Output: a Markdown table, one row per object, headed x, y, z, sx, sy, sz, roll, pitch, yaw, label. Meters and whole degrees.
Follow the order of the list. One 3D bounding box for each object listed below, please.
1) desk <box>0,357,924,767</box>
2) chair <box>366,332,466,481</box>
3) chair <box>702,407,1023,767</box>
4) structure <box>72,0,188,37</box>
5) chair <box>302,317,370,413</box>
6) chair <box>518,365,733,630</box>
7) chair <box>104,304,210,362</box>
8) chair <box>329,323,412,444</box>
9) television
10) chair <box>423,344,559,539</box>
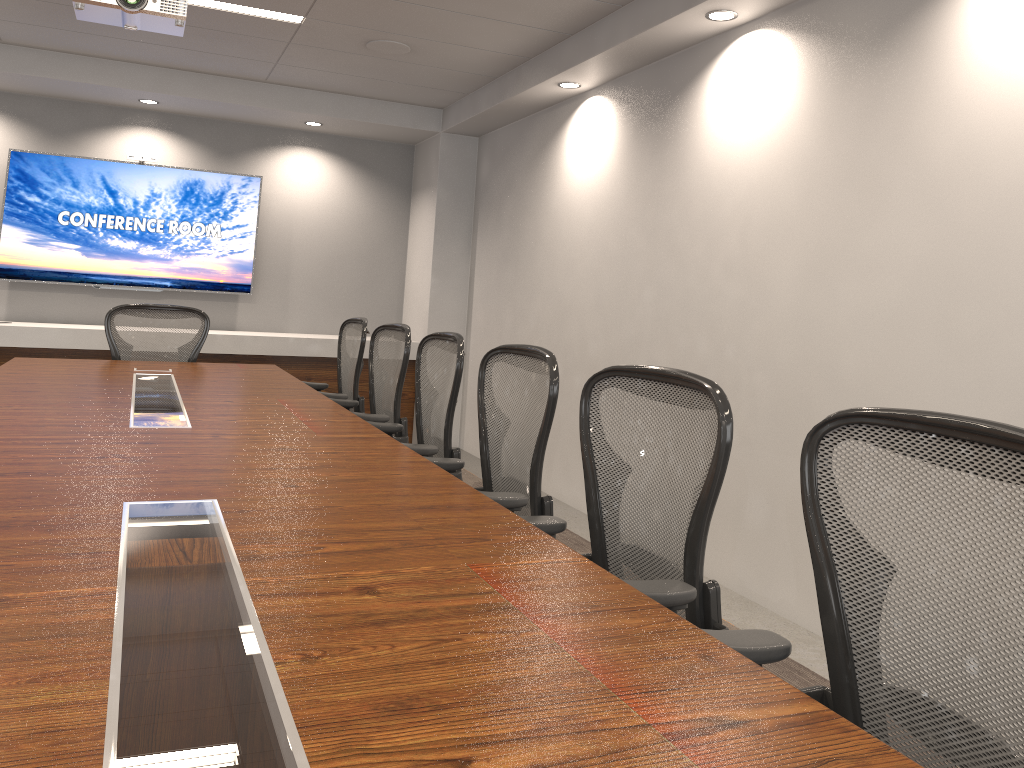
| x | y | z | sx | sy | sz | roll | pitch | yaw | label |
| --- | --- | --- | --- | --- | --- | --- | --- | --- | --- |
| -0.942 | 0.574 | 2.268 | 1.396 | 0.759 | 6.055 | 2 | 5 | -23 | desk |
| -0.496 | 0.335 | 3.393 | 0.785 | 1.104 | 0.770 | 5 | -3 | -37 | chair |
| 0.388 | 0.592 | 1.183 | 0.758 | 1.104 | 0.798 | 4 | -2 | -24 | chair |
| -1.713 | -1.863 | 3.961 | 0.458 | 0.461 | 0.317 | 4 | -2 | -23 | structure |
| -1.170 | 0.157 | 4.886 | 0.757 | 1.104 | 0.799 | 4 | -2 | -21 | chair |
| 0.130 | 0.510 | 1.906 | 0.785 | 1.104 | 0.771 | 5 | -3 | -42 | chair |
| -2.054 | 0.089 | 5.040 | 0.763 | 1.104 | 0.792 | 5 | -3 | -39 | chair |
| -0.853 | 0.244 | 4.155 | 0.760 | 1.104 | 0.796 | 4 | -2 | -13 | chair |
| -3.051 | -1.314 | 7.072 | 1.899 | 1.122 | 0.064 | 2 | -5 | -23 | television |
| -0.237 | 0.418 | 2.660 | 0.757 | 1.104 | 0.799 | 4 | -2 | -21 | chair |
